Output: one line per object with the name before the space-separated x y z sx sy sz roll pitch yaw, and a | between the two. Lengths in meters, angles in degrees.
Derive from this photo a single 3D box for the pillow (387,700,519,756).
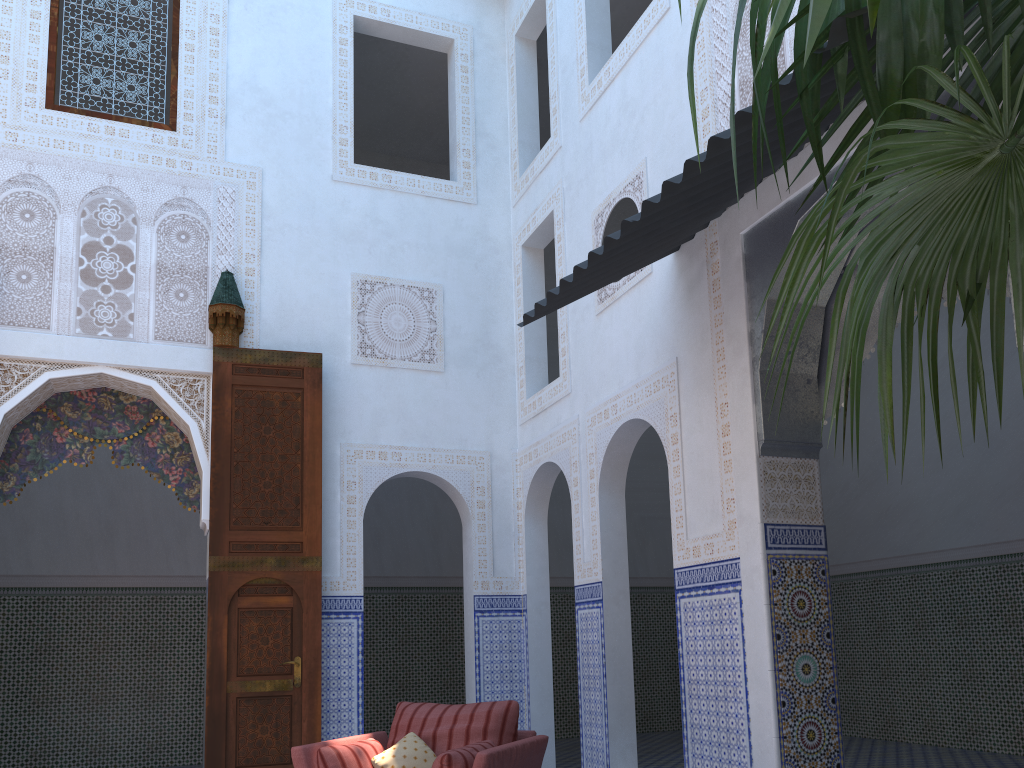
pillow | -0.246 1.469 3.521 0.585 0.370 0.308 -8 -13 23

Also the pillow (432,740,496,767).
pillow | -0.172 1.409 3.120 0.188 0.236 0.406 -7 -15 23

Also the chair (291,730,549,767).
chair | -0.302 1.635 3.359 0.817 0.528 0.744 -8 -15 22

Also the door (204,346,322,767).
door | -1.300 1.033 4.611 0.583 2.457 0.126 1 -9 -17

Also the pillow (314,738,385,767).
pillow | -0.589 1.476 3.291 0.188 0.246 0.389 -7 -15 23

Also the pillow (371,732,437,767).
pillow | -0.387 1.445 3.314 0.264 0.228 0.169 11 -17 -44
